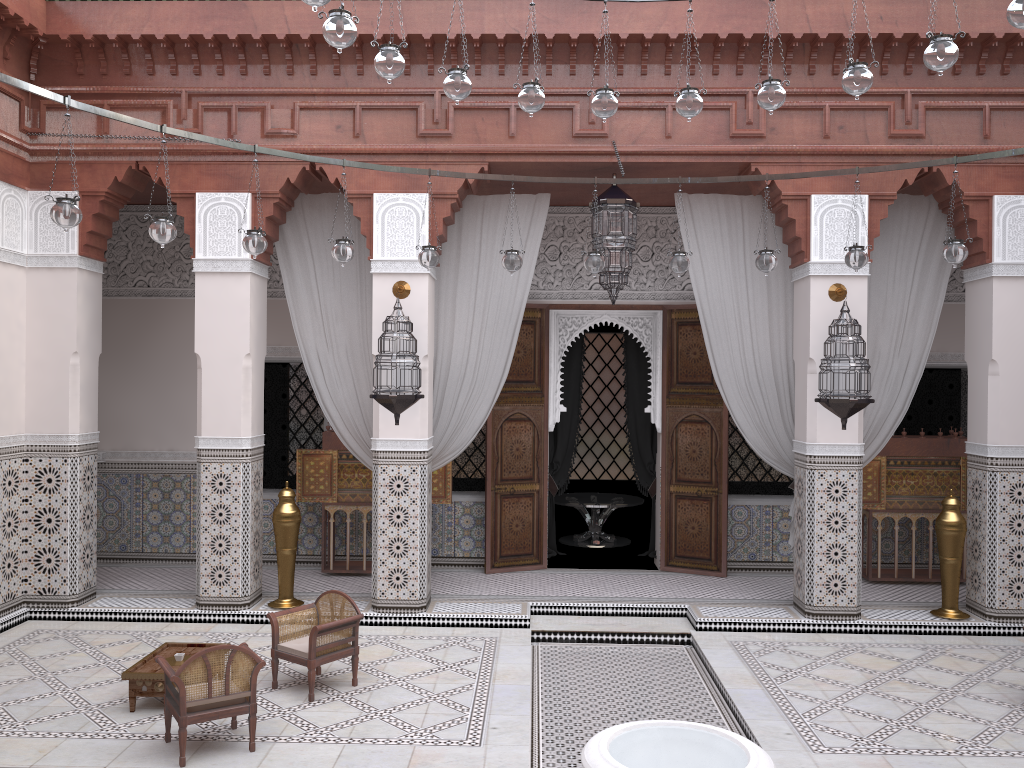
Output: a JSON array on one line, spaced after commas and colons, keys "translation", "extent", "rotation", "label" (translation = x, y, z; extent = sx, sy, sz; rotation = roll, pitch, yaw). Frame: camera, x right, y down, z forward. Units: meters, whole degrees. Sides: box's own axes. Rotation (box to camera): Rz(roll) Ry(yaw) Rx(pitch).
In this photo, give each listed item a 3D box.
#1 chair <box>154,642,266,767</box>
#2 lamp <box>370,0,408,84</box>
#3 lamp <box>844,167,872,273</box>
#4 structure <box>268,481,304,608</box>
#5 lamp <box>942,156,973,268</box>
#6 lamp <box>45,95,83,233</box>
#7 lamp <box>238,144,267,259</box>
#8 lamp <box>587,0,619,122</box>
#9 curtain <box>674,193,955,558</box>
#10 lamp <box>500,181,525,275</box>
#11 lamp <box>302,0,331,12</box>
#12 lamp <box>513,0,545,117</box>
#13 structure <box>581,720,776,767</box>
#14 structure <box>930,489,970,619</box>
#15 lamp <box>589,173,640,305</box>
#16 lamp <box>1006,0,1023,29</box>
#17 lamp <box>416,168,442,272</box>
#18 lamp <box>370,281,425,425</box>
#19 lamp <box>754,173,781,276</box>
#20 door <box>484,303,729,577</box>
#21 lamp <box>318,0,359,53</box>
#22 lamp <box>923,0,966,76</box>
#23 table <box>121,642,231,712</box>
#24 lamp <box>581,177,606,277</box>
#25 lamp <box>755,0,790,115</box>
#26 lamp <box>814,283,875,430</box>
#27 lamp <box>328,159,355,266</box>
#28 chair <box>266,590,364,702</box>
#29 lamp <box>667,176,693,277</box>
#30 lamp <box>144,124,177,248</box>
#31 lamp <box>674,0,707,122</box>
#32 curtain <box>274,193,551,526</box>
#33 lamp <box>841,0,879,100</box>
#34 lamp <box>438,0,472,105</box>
[{"translation": [-0.857, 0.874, 2.516], "extent": [0.263, 0.313, 0.208], "rotation": [0, 0, -32], "label": "chair"}, {"translation": [-0.317, -0.947, 2.249], "extent": [0.090, 0.371, 0.091], "rotation": [0, 0, -19], "label": "lamp"}, {"translation": [1.217, -0.577, 3.125], "extent": [0.091, 0.371, 0.090], "rotation": [0, 0, -14], "label": "lamp"}, {"translation": [-0.987, 0.694, 3.881], "extent": [0.156, 0.539, 0.156], "rotation": [0, 0, -27], "label": "structure"}, {"translation": [1.487, -0.574, 2.968], "extent": [0.091, 0.371, 0.090], "rotation": [1, 0, 1], "label": "lamp"}, {"translation": [-1.217, -0.596, 2.412], "extent": [0.090, 0.371, 0.091], "rotation": [0, 0, -19], "label": "lamp"}, {"translation": [-0.844, -0.594, 2.902], "extent": [0.090, 0.371, 0.091], "rotation": [1, 0, 6], "label": "lamp"}, {"translation": [0.268, -0.942, 2.573], "extent": [0.090, 0.371, 0.091], "rotation": [1, 0, 41], "label": "lamp"}, {"translation": [1.374, 0.024, 3.991], "extent": [1.304, 1.761, 0.048], "rotation": [1, 0, 2], "label": "curtain"}, {"translation": [0.001, -0.588, 3.293], "extent": [0.091, 0.371, 0.090], "rotation": [0, 0, -44], "label": "lamp"}, {"translation": [-0.407, -0.946, 1.817], "extent": [0.090, 0.371, 0.091], "rotation": [1, 0, 6], "label": "lamp"}, {"translation": [0.053, -0.944, 2.527], "extent": [0.090, 0.371, 0.091], "rotation": [1, 0, 26], "label": "lamp"}, {"translation": [0.375, 0.983, 2.001], "extent": [0.528, 0.310, 0.501], "rotation": [1, 0, 2], "label": "structure"}, {"translation": [1.881, 0.720, 3.804], "extent": [0.156, 0.539, 0.156], "rotation": [1, 0, 7], "label": "structure"}, {"translation": [0.443, -0.629, 3.855], "extent": [0.221, 0.571, 0.220], "rotation": [1, 0, 2], "label": "lamp"}, {"translation": [1.110, -0.933, 1.893], "extent": [0.091, 0.371, 0.090], "rotation": [1, 0, 41], "label": "lamp"}, {"translation": [-0.300, -0.590, 3.210], "extent": [0.090, 0.371, 0.091], "rotation": [1, 0, 36], "label": "lamp"}, {"translation": [-0.474, -0.138, 3.678], "extent": [0.216, 0.618, 0.217], "rotation": [1, 0, 2], "label": "lamp"}, {"translation": [0.930, -0.579, 3.235], "extent": [0.091, 0.371, 0.090], "rotation": [0, 0, -24], "label": "lamp"}, {"translation": [0.491, 0.249, 4.740], "extent": [1.244, 1.461, 0.419], "rotation": [1, 0, 2], "label": "door"}, {"translation": [-0.398, -0.947, 2.048], "extent": [0.090, 0.371, 0.091], "rotation": [1, 0, 26], "label": "lamp"}, {"translation": [1.050, -0.934, 2.157], "extent": [0.091, 0.371, 0.090], "rotation": [1, 0, 16], "label": "lamp"}, {"translation": [-1.092, 0.957, 2.908], "extent": [0.229, 0.142, 0.330], "rotation": [1, 0, 2], "label": "table"}, {"translation": [0.308, -0.585, 3.315], "extent": [0.090, 0.371, 0.091], "rotation": [1, 0, 36], "label": "lamp"}, {"translation": [0.728, -0.938, 2.483], "extent": [0.091, 0.371, 0.090], "rotation": [0, 0, -24], "label": "lamp"}, {"translation": [1.362, -0.121, 3.629], "extent": [0.216, 0.618, 0.217], "rotation": [1, 0, 2], "label": "lamp"}, {"translation": [-0.588, -0.593, 3.080], "extent": [0.090, 0.371, 0.091], "rotation": [1, 0, 16], "label": "lamp"}, {"translation": [-0.667, 0.874, 3.008], "extent": [0.263, 0.313, 0.208], "rotation": [1, 0, 37], "label": "chair"}, {"translation": [0.623, -0.582, 3.297], "extent": [0.091, 0.371, 0.090], "rotation": [0, 0, -34], "label": "lamp"}, {"translation": [-1.058, -0.596, 2.679], "extent": [0.090, 0.371, 0.091], "rotation": [1, 0, -4], "label": "lamp"}, {"translation": [0.514, -0.940, 2.560], "extent": [0.091, 0.371, 0.090], "rotation": [0, 0, -29], "label": "lamp"}, {"translation": [-0.484, 0.007, 4.060], "extent": [1.304, 1.761, 0.048], "rotation": [1, 0, 1], "label": "curtain"}, {"translation": [0.918, -0.936, 2.347], "extent": [0.091, 0.371, 0.090], "rotation": [1, 0, -4], "label": "lamp"}, {"translation": [-0.153, -0.946, 2.419], "extent": [0.090, 0.371, 0.091], "rotation": [1, 0, 6], "label": "lamp"}]
